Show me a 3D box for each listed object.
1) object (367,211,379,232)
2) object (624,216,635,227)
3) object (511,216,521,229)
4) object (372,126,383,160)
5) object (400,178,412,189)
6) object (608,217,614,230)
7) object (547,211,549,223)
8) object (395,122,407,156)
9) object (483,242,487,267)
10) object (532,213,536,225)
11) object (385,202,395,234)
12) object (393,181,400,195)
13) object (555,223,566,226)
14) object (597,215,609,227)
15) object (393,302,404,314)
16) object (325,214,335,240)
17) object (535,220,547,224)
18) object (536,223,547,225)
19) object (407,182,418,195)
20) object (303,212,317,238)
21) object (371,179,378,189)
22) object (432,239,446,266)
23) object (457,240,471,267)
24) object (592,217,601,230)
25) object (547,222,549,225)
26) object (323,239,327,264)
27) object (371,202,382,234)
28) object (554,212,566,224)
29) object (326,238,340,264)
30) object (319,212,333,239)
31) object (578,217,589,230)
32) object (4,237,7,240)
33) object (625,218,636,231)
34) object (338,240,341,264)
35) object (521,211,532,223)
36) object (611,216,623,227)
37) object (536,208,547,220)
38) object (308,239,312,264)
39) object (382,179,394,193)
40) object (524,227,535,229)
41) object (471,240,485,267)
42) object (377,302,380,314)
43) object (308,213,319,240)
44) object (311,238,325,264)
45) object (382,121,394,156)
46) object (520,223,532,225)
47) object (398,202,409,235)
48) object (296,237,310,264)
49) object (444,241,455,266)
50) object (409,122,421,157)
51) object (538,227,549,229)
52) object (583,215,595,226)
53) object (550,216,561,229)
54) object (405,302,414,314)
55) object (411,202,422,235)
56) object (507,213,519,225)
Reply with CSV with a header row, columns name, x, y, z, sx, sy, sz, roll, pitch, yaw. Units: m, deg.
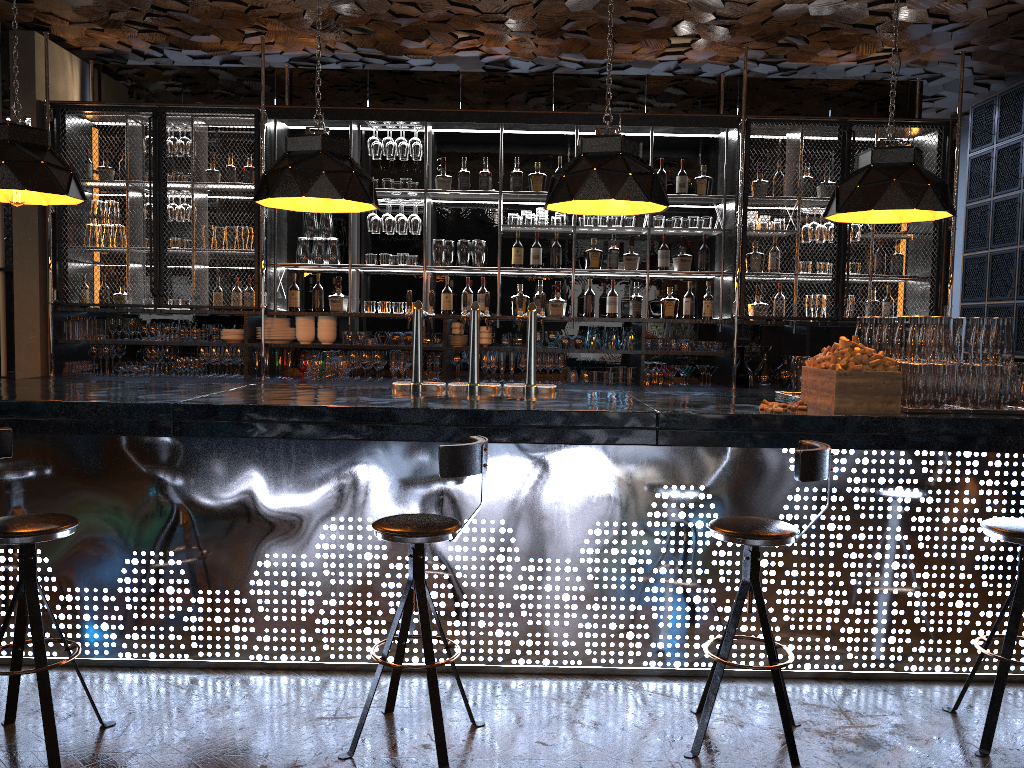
name,x,y,z,sx,sy,sz,roll,pitch,yaw
object,-1.057,-1.284,6.745,0.092,0.244,0.092,-2,5,-40
object,0.901,-1.241,6.807,0.089,0.092,0.089,5,5,44
object,0.031,-1.266,6.942,0.089,0.092,0.089,-1,4,-28
object,-1.047,-1.867,6.870,0.092,0.244,0.092,-2,5,-40
object,-0.808,-1.514,6.747,0.089,0.092,0.089,-1,5,-32
object,0.780,-1.250,6.916,0.089,0.092,0.089,1,4,-1
object,0.247,-1.311,6.952,0.089,0.092,0.089,3,4,25
object,-0.837,-1.852,6.707,0.092,0.244,0.092,-2,5,-40
object,-0.251,-1.002,6.908,0.105,0.209,0.105,5,5,45
object,0.141,-1.284,6.929,0.089,0.092,0.089,3,4,25
object,-0.948,-1.294,6.910,0.092,0.244,0.092,-2,5,-40
object,-0.903,-1.527,6.919,0.089,0.092,0.089,2,4,10
object,0.369,-1.249,6.783,0.089,0.092,0.089,3,4,25
object,0.697,-1.244,6.796,0.089,0.092,0.089,-2,5,-37
object,-0.886,-0.589,6.907,0.089,0.092,0.089,2,4,10
object,-1.440,-1.236,6.928,0.105,0.209,0.105,5,5,45
object,0.225,-1.276,6.810,0.089,0.092,0.089,0,4,-11
object,0.225,-1.254,6.812,0.089,0.092,0.089,0,4,-11
object,-0.778,-1.525,6.931,0.089,0.092,0.089,-1,5,-32
object,-1.552,-1.231,6.828,0.105,0.209,0.105,5,5,45
object,-1.073,-1.523,6.819,0.089,0.092,0.089,-1,5,-32
object,-0.561,-1.001,6.795,0.105,0.209,0.105,5,5,45
object,-0.370,-0.999,6.823,0.105,0.209,0.105,5,5,45
object,0.664,-1.255,6.953,0.089,0.092,0.089,4,5,39
object,0.246,-1.285,6.954,0.089,0.092,0.089,3,4,25
object,-1.502,-1.029,6.952,0.105,0.209,0.105,5,5,45
object,-1.058,-1.296,6.909,0.092,0.244,0.092,-2,5,-40
object,0.370,-1.269,6.782,0.089,0.092,0.089,0,4,-10
object,-1.379,-1.019,6.832,0.105,0.209,0.105,5,5,45
object,-1.436,-1.229,6.838,0.105,0.209,0.105,5,5,45
object,0.564,-1.257,6.947,0.089,0.092,0.089,5,5,41
object,-4.005,-1.034,6.760,0.265,0.325,0.245,1,4,-7
object,0.924,-1.250,6.946,0.089,0.092,0.089,-1,4,-26
object,-1.393,-1.026,6.943,0.105,0.209,0.105,5,5,45
object,0.110,-1.273,6.772,0.089,0.092,0.089,5,5,41
object,0.802,-1.240,6.772,0.089,0.092,0.089,-2,5,-37
object,0.225,-1.302,6.808,0.089,0.092,0.089,1,4,-5
object,-1.625,-1.032,6.959,0.105,0.209,0.105,5,5,45
object,-0.952,-1.520,6.797,0.089,0.092,0.089,-1,5,-32
object,0.141,-1.263,6.930,0.089,0.092,0.089,3,4,25
object,-0.262,-0.995,6.800,0.105,0.209,0.105,5,5,45
object,-1.016,-0.597,6.991,0.089,0.092,0.089,-1,4,-28
object,-1.558,-1.239,6.939,0.105,0.209,0.105,5,5,45
object,-1.495,-1.022,6.844,0.105,0.209,0.105,5,5,45
object,-0.936,-1.854,6.706,0.092,0.244,0.092,-2,5,-40
object,0.109,-1.253,6.773,0.089,0.092,0.089,-1,4,-28
object,-0.849,-1.292,6.910,0.092,0.244,0.092,-2,5,-40
object,-1.613,-1.024,6.842,0.105,0.209,0.105,5,5,45
object,-0.498,-1.007,6.910,0.105,0.209,0.105,5,5,45
object,-0.734,-1.850,6.707,0.092,0.244,0.092,-2,5,-40
object,0.246,-1.263,6.956,0.089,0.092,0.089,3,4,25
object,0.587,-1.245,6.783,0.089,0.092,0.089,-1,4,-28
object,0.345,-1.259,6.922,0.089,0.092,0.089,0,4,-11
object,-0.780,-0.583,6.845,0.089,0.092,0.089,2,4,10
object,-0.745,-1.290,6.911,0.092,0.244,0.092,-2,5,-40
object,0.009,-1.256,6.779,0.089,0.092,0.089,3,4,25
